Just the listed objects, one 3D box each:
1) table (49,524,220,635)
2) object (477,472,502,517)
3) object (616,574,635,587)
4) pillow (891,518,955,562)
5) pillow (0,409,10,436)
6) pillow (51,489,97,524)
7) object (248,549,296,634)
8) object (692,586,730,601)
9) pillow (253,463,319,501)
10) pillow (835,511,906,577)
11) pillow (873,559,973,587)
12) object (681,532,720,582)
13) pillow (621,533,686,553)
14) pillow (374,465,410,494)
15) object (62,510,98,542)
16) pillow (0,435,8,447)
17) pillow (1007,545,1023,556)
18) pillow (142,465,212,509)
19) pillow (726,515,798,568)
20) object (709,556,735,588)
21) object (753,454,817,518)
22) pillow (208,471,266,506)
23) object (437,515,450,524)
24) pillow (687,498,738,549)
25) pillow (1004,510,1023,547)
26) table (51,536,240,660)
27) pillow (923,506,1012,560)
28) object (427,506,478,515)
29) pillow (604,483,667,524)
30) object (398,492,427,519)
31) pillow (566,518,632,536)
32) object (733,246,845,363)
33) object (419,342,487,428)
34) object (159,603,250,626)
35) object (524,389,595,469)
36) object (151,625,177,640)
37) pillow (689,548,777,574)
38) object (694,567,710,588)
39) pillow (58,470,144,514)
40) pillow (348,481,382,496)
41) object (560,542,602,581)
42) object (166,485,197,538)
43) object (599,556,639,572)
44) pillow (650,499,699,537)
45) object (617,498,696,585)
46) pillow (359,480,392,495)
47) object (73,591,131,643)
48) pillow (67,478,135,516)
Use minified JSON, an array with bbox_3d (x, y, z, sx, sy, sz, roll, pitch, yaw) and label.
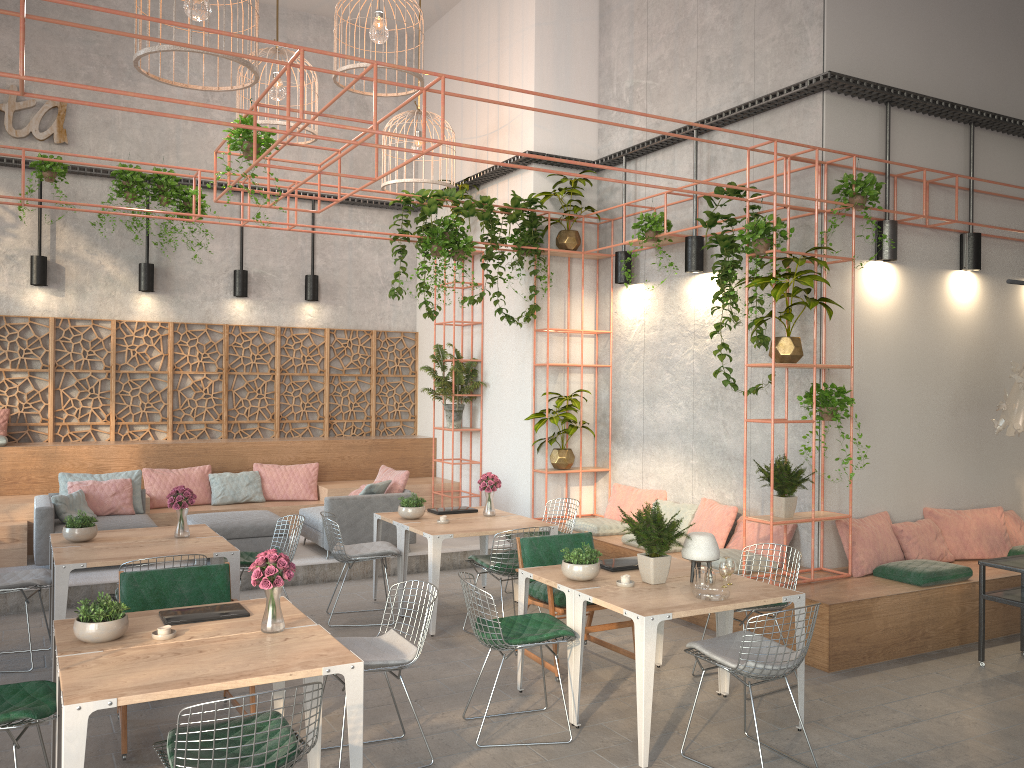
[{"bbox_3d":[-3.027,1.624,7.113,1.205,0.830,0.694,1,0,-29],"label":"table"},{"bbox_3d":[-0.214,1.035,8.334,0.225,0.414,0.213,1,0,-36],"label":"object"},{"bbox_3d":[0.704,1.215,5.503,0.115,0.078,0.115,1,0,-23],"label":"object"},{"bbox_3d":[3.721,1.441,8.041,0.666,0.385,0.289,1,0,-33],"label":"pillow"},{"bbox_3d":[-6.214,0.454,10.463,0.499,0.324,0.307,1,0,-14],"label":"pillow"},{"bbox_3d":[-4.445,1.267,9.074,0.307,0.324,0.499,1,0,6],"label":"pillow"},{"bbox_3d":[-1.204,1.034,4.445,0.225,0.414,0.213,1,0,-36],"label":"object"},{"bbox_3d":[1.167,1.231,5.196,0.218,0.041,0.218,1,0,-20],"label":"object"},{"bbox_3d":[-2.906,1.254,11.363,0.839,0.474,0.276,1,0,-8],"label":"pillow"},{"bbox_3d":[3.148,1.389,7.750,0.839,0.474,0.276,1,0,-38],"label":"pillow"},{"bbox_3d":[3.444,1.577,7.431,0.637,0.149,0.491,1,0,-28],"label":"pillow"},{"bbox_3d":[1.201,1.108,5.651,0.241,0.313,0.241,1,0,16],"label":"object"},{"bbox_3d":[1.449,1.556,8.734,0.491,0.149,0.637,1,0,-28],"label":"pillow"},{"bbox_3d":[-1.464,1.220,10.408,0.273,0.476,0.836,1,0,-28],"label":"pillow"},{"bbox_3d":[-3.316,1.084,6.818,0.252,0.247,0.247,1,0,-29],"label":"object"},{"bbox_3d":[-6.157,0.661,10.177,0.637,0.149,0.491,1,0,-28],"label":"pillow"},{"bbox_3d":[4.961,1.594,8.265,0.637,0.149,0.491,1,0,-28],"label":"pillow"},{"bbox_3d":[-4.028,1.241,10.746,0.839,0.474,0.276,1,0,-38],"label":"pillow"},{"bbox_3d":[2.260,1.426,8.095,0.289,0.385,0.666,1,0,-33],"label":"pillow"},{"bbox_3d":[1.335,1.180,5.572,0.210,0.154,0.165,1,0,-39],"label":"object"},{"bbox_3d":[2.212,0.828,7.276,0.368,0.527,0.438,1,0,-29],"label":"object"},{"bbox_3d":[-3.430,1.294,11.051,0.666,0.385,0.289,1,0,-33],"label":"pillow"},{"bbox_3d":[-0.613,1.202,7.899,0.115,0.078,0.115,1,0,-23],"label":"object"},{"bbox_3d":[1.932,1.374,8.648,0.276,0.474,0.839,1,0,-8],"label":"pillow"},{"bbox_3d":[4.844,1.454,8.658,0.666,0.385,0.289,1,0,-33],"label":"pillow"},{"bbox_3d":[-2.689,1.628,6.506,1.214,0.830,0.694,1,0,-29],"label":"table"},{"bbox_3d":[4.291,1.402,8.329,0.839,0.474,0.276,1,0,-8],"label":"pillow"},{"bbox_3d":[-0.574,1.222,8.571,0.427,0.031,0.268,1,0,-29],"label":"object"},{"bbox_3d":[1.352,1.369,9.792,0.276,0.474,0.839,1,0,-38],"label":"pillow"},{"bbox_3d":[-0.920,1.111,8.135,0.254,0.247,0.248,1,0,-29],"label":"object"},{"bbox_3d":[0.944,1.551,9.653,0.491,0.149,0.637,1,0,-28],"label":"pillow"},{"bbox_3d":[2.205,-0.640,7.146,0.903,0.947,0.934,1,0,23],"label":"object"},{"bbox_3d":[-0.762,0.020,11.468,0.900,1.097,0.894,1,0,0],"label":"object"},{"bbox_3d":[-1.645,1.234,4.741,0.427,0.031,0.268,1,0,-29],"label":"object"},{"bbox_3d":[0.536,0.517,10.217,0.903,0.919,0.934,1,0,33],"label":"object"},{"bbox_3d":[-1.698,1.210,4.331,0.115,0.073,0.115,1,0,-34],"label":"object"},{"bbox_3d":[1.939,1.561,7.842,0.491,0.149,0.637,1,0,-28],"label":"pillow"},{"bbox_3d":[1.164,1.191,5.438,0.095,0.119,0.095,1,0,-5],"label":"object"},{"bbox_3d":[-4.442,1.185,9.589,0.839,0.474,0.276,1,0,-28],"label":"pillow"},{"bbox_3d":[-1.756,1.282,10.383,0.479,0.317,0.441,1,0,43],"label":"pillow"},{"bbox_3d":[0.440,1.124,5.661,0.254,0.247,0.248,1,0,-29],"label":"object"},{"bbox_3d":[-2.616,1.008,7.014,0.225,0.414,0.213,1,0,-36],"label":"object"},{"bbox_3d":[0.786,1.236,6.097,0.427,0.031,0.268,1,0,-29],"label":"object"},{"bbox_3d":[1.643,1.420,9.218,0.289,0.385,0.666,1,0,-33],"label":"pillow"},{"bbox_3d":[0.880,0.987,5.597,0.368,0.527,0.438,1,0,-29],"label":"object"},{"bbox_3d":[-1.586,1.264,9.961,0.308,0.349,0.495,1,0,21],"label":"pillow"},{"bbox_3d":[-1.991,1.122,4.305,0.252,0.247,0.247,1,0,-29],"label":"object"},{"bbox_3d":[-4.382,1.218,9.450,0.666,0.385,0.289,1,0,-28],"label":"pillow"}]
